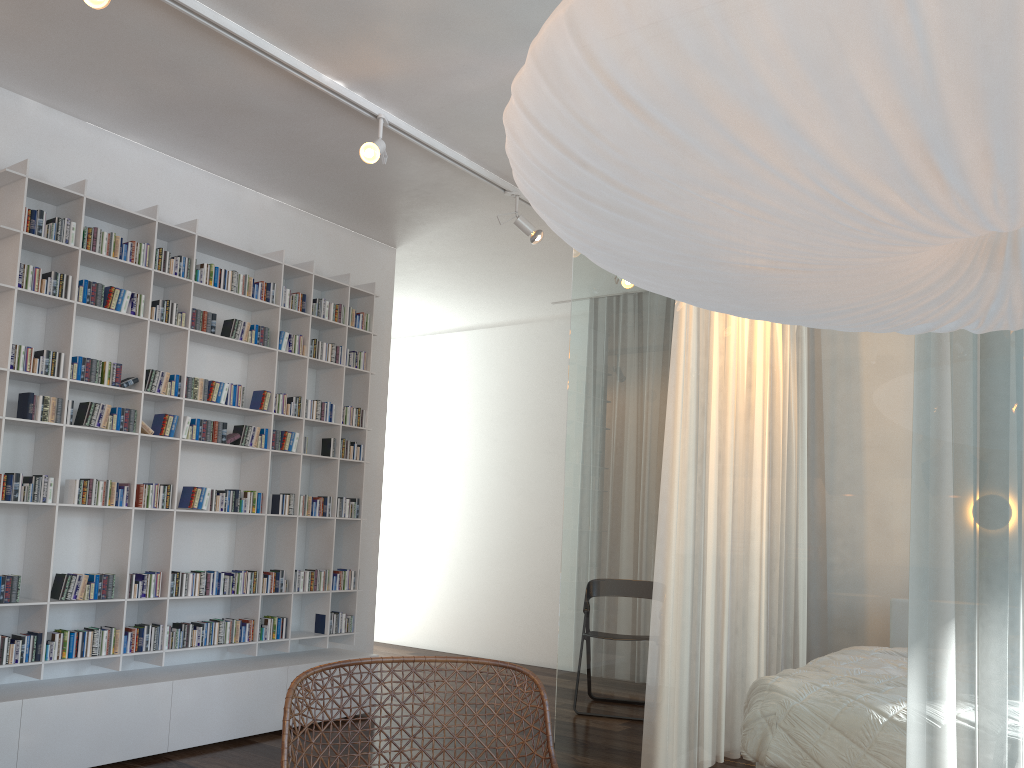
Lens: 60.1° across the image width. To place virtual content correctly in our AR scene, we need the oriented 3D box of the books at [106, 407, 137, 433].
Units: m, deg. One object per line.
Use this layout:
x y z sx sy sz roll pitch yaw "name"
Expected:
-1.734 0.160 3.893 0.099 0.103 0.133 -2 -9 34 "books"

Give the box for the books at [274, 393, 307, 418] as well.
-1.192 0.115 4.649 0.102 0.112 0.234 -3 -10 36 "books"

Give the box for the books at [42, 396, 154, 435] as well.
-1.786 0.144 3.818 0.090 0.105 0.507 -2 -10 36 "books"

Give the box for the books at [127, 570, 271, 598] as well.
-1.489 0.948 4.215 0.115 0.111 0.770 -3 -11 35 "books"

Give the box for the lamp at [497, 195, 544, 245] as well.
0.049 -0.840 4.488 0.251 0.238 0.085 6 -6 -24 "lamp"

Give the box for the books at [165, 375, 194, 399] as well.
-1.567 0.016 4.128 0.099 0.103 0.140 -2 -9 34 "books"

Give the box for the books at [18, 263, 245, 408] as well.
-1.680 -0.179 3.978 0.102 0.427 1.132 -1 -9 36 "books"

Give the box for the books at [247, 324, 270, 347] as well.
-1.309 -0.241 4.495 0.099 0.103 0.133 -2 -9 34 "books"

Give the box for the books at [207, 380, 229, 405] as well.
-1.448 0.045 4.291 0.090 0.107 0.119 -2 -9 36 "books"

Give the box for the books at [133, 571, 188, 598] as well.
-1.619 0.912 4.034 0.100 0.112 0.270 -2 -10 34 "books"

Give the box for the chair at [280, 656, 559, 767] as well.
-0.144 1.004 1.932 0.720 0.704 0.690 5 -8 -21 "chair"

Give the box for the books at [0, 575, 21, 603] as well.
-2.018 0.806 3.479 0.099 0.103 0.133 -2 -9 34 "books"

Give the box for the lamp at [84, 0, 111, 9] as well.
-1.285 -1.210 2.601 0.250 0.238 0.086 0 -6 21 "lamp"

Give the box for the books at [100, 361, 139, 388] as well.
-1.734 -0.030 3.895 0.090 0.105 0.165 -2 -9 36 "books"

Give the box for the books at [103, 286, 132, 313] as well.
-1.750 -0.363 3.883 0.090 0.107 0.119 -2 -9 36 "books"

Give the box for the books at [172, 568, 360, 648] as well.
-1.233 1.136 4.566 0.115 0.346 1.142 -1 -10 36 "books"

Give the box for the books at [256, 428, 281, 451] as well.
-1.267 0.286 4.539 0.099 0.104 0.145 -2 -9 34 "books"

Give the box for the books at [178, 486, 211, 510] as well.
-1.504 0.543 4.199 0.090 0.107 0.119 -2 -9 36 "books"

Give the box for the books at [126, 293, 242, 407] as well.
-1.542 -0.145 4.171 0.101 0.435 0.625 -1 -9 35 "books"

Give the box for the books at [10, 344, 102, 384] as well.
-1.904 -0.076 3.663 0.102 0.103 0.387 -3 -10 36 "books"

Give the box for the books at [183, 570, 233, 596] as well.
-1.471 0.953 4.239 0.115 0.111 0.236 -3 -10 36 "books"

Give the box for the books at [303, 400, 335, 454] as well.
-1.080 0.239 4.803 0.115 0.298 0.232 -2 -8 36 "books"

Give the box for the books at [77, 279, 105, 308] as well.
-1.825 -0.383 3.780 0.099 0.103 0.133 -2 -9 34 "books"

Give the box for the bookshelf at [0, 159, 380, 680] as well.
-1.510 0.283 4.288 0.227 2.058 2.100 -1 -8 36 "bookshelf"

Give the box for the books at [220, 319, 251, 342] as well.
-1.375 -0.260 4.401 0.090 0.107 0.119 -2 -9 36 "books"

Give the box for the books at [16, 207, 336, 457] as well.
-1.499 -0.153 4.232 0.115 0.851 1.766 -1 -9 36 "books"

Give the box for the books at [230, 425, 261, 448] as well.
-1.337 0.265 4.439 0.090 0.107 0.119 -2 -9 36 "books"

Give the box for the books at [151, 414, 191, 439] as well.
-1.582 0.198 4.101 0.090 0.109 0.159 -2 -9 36 "books"

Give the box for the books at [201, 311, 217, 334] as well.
-1.480 -0.288 4.257 0.090 0.103 0.074 -2 -8 36 "books"

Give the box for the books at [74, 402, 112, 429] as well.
-1.800 0.137 3.800 0.090 0.107 0.119 -2 -9 36 "books"

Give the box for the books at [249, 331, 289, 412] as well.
-1.252 -0.064 4.568 0.090 0.428 0.157 -1 -7 36 "books"

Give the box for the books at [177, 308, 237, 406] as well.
-1.485 -0.125 4.250 0.100 0.428 0.353 -1 -8 35 "books"

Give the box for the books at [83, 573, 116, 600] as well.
-1.787 0.869 3.799 0.099 0.103 0.133 -2 -9 34 "books"

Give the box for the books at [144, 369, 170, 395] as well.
-1.636 -0.005 4.032 0.090 0.107 0.119 -2 -9 36 "books"

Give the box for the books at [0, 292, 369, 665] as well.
-1.462 0.338 4.270 0.115 1.806 1.967 -1 -8 36 "books"

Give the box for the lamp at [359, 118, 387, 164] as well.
-0.569 -1.001 3.679 0.085 0.238 0.253 2 -7 2 "lamp"

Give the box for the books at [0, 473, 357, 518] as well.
-1.478 0.552 4.242 0.115 0.113 1.939 -3 -11 35 "books"

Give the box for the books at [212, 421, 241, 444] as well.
-1.415 0.246 4.332 0.090 0.105 0.165 -2 -9 36 "books"

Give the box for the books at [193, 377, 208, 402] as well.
-1.505 0.031 4.213 0.090 0.108 0.074 -2 -8 36 "books"

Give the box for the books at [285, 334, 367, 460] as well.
-1.045 0.086 4.857 0.115 0.621 0.573 -1 -8 36 "books"

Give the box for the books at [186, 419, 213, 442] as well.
-1.503 0.222 4.212 0.099 0.103 0.133 -2 -9 34 "books"

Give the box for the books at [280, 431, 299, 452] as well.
-1.190 0.305 4.643 0.090 0.107 0.119 -2 -9 36 "books"

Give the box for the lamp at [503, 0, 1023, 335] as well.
0.719 -0.257 1.261 1.473 0.208 1.480 5 -10 -17 "lamp"

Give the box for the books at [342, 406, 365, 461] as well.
-0.937 0.278 5.002 0.115 0.297 0.184 -2 -8 36 "books"

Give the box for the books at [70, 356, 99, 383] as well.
-1.837 -0.058 3.755 0.099 0.103 0.133 -2 -9 34 "books"

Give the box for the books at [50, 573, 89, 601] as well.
-1.853 0.850 3.705 0.090 0.107 0.119 -2 -9 36 "books"
